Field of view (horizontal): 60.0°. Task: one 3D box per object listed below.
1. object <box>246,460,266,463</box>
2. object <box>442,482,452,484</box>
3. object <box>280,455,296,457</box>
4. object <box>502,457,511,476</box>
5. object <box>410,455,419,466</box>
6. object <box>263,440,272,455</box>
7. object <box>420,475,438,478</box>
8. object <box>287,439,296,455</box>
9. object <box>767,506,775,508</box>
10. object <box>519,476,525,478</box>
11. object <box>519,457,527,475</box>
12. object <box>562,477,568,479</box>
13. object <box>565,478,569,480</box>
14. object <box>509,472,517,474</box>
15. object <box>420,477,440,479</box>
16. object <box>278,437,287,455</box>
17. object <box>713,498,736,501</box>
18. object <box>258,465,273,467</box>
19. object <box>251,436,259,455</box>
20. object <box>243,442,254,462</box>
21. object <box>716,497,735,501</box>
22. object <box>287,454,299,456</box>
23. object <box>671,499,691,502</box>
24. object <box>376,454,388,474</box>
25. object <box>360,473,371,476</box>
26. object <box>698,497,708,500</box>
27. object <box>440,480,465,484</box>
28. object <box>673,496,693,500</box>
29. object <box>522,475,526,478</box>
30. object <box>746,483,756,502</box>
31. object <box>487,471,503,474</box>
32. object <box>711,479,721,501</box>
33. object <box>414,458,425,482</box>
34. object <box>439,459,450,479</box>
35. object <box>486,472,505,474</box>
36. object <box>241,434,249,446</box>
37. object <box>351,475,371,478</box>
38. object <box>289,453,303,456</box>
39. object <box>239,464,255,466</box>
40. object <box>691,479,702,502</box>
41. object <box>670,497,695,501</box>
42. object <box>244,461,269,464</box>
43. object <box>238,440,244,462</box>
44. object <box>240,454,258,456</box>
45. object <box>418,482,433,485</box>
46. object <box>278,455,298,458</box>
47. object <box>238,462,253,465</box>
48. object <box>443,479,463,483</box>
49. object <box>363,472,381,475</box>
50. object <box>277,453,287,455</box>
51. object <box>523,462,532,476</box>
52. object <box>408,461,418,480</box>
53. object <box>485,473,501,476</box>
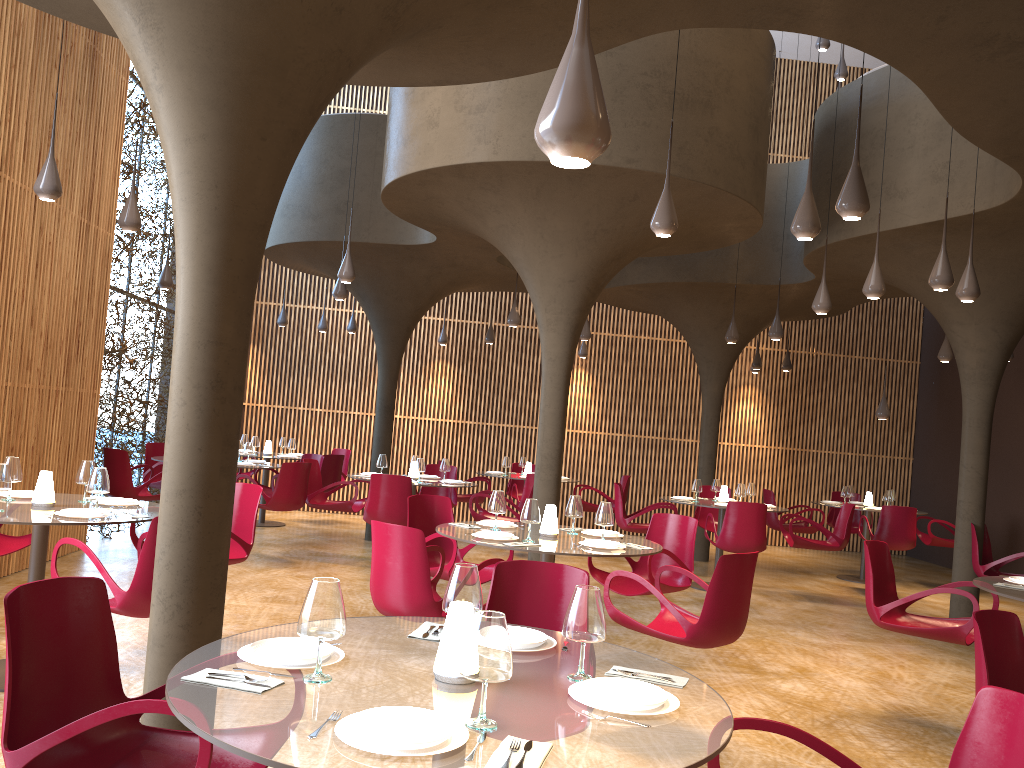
[{"bbox_3d":[-3.499,1.060,12.122,0.263,0.029,0.263,5,-3,-11],"label":"object"},{"bbox_3d":[-0.766,1.260,11.352,0.204,0.012,0.411,4,-3,12],"label":"object"},{"bbox_3d":[-3.566,1.148,14.094,0.263,0.029,0.263,5,-3,-12],"label":"object"},{"bbox_3d":[-0.095,1.310,14.144,0.142,0.295,0.142,6,-2,-32],"label":"object"},{"bbox_3d":[-1.290,1.099,11.786,0.142,0.295,0.142,5,-2,-17],"label":"object"},{"bbox_3d":[-3.965,1.034,14.414,0.144,0.232,0.142,6,-2,-29],"label":"object"},{"bbox_3d":[-1.126,1.247,11.936,0.263,0.029,0.263,5,-3,-3],"label":"object"},{"bbox_3d":[-3.562,1.032,14.330,0.142,0.295,0.142,6,-2,-45],"label":"object"},{"bbox_3d":[3.316,1.613,11.702,0.331,0.014,0.332,3,-3,29],"label":"object"},{"bbox_3d":[0.277,1.461,13.804,0.332,0.014,0.332,5,-3,-15],"label":"object"},{"bbox_3d":[0.179,1.358,14.700,0.142,0.295,0.142,5,-1,-4],"label":"object"},{"bbox_3d":[0.770,1.519,14.370,0.263,0.029,0.263,6,-3,-26],"label":"object"},{"bbox_3d":[0.769,1.529,14.370,0.331,0.014,0.332,4,-3,19],"label":"object"},{"bbox_3d":[0.011,1.498,14.878,0.126,0.017,0.262,5,-3,-3],"label":"object"},{"bbox_3d":[-1.127,1.257,11.936,0.332,0.014,0.332,6,-3,-22],"label":"object"},{"bbox_3d":[-3.808,1.031,14.735,0.142,0.295,0.142,4,-2,13],"label":"object"},{"bbox_3d":[2.954,1.610,12.281,0.332,0.014,0.332,6,-3,-22],"label":"object"},{"bbox_3d":[-3.247,1.075,11.636,0.126,0.017,0.262,7,-4,-44],"label":"object"},{"bbox_3d":[-4.066,0.975,14.009,0.142,0.295,0.142,5,-1,-5],"label":"object"},{"bbox_3d":[-3.471,0.914,11.675,0.142,0.295,0.142,4,-1,11],"label":"object"},{"bbox_3d":[2.955,1.601,12.281,0.263,0.029,0.263,5,-3,-3],"label":"object"},{"bbox_3d":[-3.592,1.188,14.777,0.332,0.014,0.331,6,-3,-31],"label":"object"},{"bbox_3d":[2.197,1.519,11.528,0.262,0.017,0.126,4,-3,12],"label":"object"},{"bbox_3d":[-1.656,1.045,11.287,0.142,0.295,0.142,4,-2,34],"label":"object"},{"bbox_3d":[-1.802,1.179,11.474,0.331,0.014,0.332,4,-3,22],"label":"object"},{"bbox_3d":[2.657,1.595,12.333,0.126,0.017,0.262,4,-3,7],"label":"object"},{"bbox_3d":[-0.765,1.259,11.357,0.331,0.014,0.332,3,-3,26],"label":"object"},{"bbox_3d":[2.280,1.523,11.819,0.263,0.029,0.263,5,-3,3],"label":"object"},{"bbox_3d":[0.278,1.452,13.804,0.263,0.029,0.263,5,-3,1],"label":"object"},{"bbox_3d":[3.205,1.476,11.903,0.142,0.295,0.142,6,-2,-30],"label":"object"},{"bbox_3d":[-0.271,1.430,14.305,0.263,0.029,0.263,3,-3,31],"label":"object"},{"bbox_3d":[2.791,1.452,12.131,0.142,0.295,0.142,4,-2,28],"label":"object"},{"bbox_3d":[-1.151,1.075,11.028,0.142,0.295,0.142,5,-1,-13],"label":"object"},{"bbox_3d":[-0.875,1.122,11.558,0.142,0.295,0.142,6,-2,-30],"label":"object"},{"bbox_3d":[-0.272,1.440,14.305,0.331,0.014,0.332,4,-3,9],"label":"object"},{"bbox_3d":[-4.374,0.973,14.487,0.142,0.295,0.142,5,-1,-4],"label":"object"},{"bbox_3d":[-1.884,1.166,11.183,0.262,0.017,0.126,4,-3,12],"label":"object"},{"bbox_3d":[-3.591,1.179,14.777,0.263,0.029,0.263,5,-3,-2],"label":"object"},{"bbox_3d":[-3.475,1.040,11.439,0.332,0.014,0.332,5,-3,5],"label":"object"},{"bbox_3d":[2.425,1.398,11.632,0.142,0.295,0.142,4,-2,34],"label":"object"},{"bbox_3d":[2.279,1.533,11.819,0.331,0.014,0.332,4,-3,22],"label":"object"},{"bbox_3d":[-3.500,1.070,12.122,0.332,0.014,0.332,5,-3,-11],"label":"object"},{"bbox_3d":[-3.717,0.913,12.080,0.142,0.295,0.142,4,-2,36],"label":"object"},{"bbox_3d":[-4.092,1.106,13.768,0.126,0.017,0.262,2,-4,41],"label":"object"},{"bbox_3d":[-1.056,1.217,10.811,0.126,0.017,0.262,4,-3,11],"label":"object"},{"bbox_3d":[-3.567,1.158,14.094,0.331,0.014,0.332,4,-3,14],"label":"object"},{"bbox_3d":[-3.475,1.030,11.440,0.263,0.029,0.263,7,-4,-44],"label":"object"},{"bbox_3d":[-0.764,1.250,11.357,0.263,0.029,0.263,4,-3,20],"label":"object"},{"bbox_3d":[-1.801,1.170,11.475,0.263,0.029,0.263,5,-3,-4],"label":"object"},{"bbox_3d":[-3.824,1.186,14.971,0.126,0.017,0.262,3,-3,36],"label":"object"},{"bbox_3d":[0.264,1.380,14.353,0.142,0.232,0.144,5,-2,-19],"label":"object"},{"bbox_3d":[-1.266,1.115,11.430,0.144,0.232,0.142,3,-2,41],"label":"object"},{"bbox_3d":[-0.302,1.430,14.004,0.262,0.017,0.126,5,-3,2],"label":"object"}]
